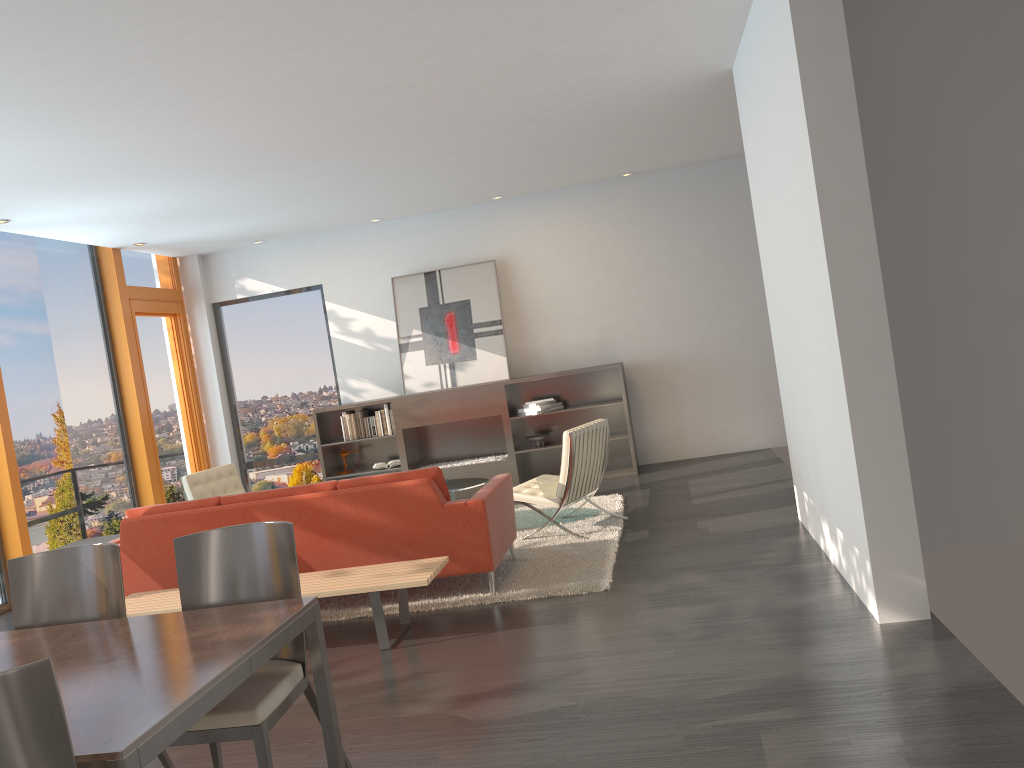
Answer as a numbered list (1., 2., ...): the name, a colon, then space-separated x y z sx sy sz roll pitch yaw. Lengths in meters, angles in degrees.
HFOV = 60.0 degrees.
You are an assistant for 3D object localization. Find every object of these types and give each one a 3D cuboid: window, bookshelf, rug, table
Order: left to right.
1. window: -4.557 0.266 6.225 0.070 3.345 2.105 -9 2 9
2. table: -1.769 1.319 2.746 2.151 0.764 1.172 -9 2 9
3. window: -4.228 0.140 8.281 0.070 3.345 1.844 -9 2 9
4. window: -3.882 0.029 9.854 0.211 3.345 1.157 -9 2 9
5. window: -2.738 -0.170 10.503 1.409 3.339 0.065 -9 2 9
6. table: -1.129 1.153 7.316 1.998 0.464 0.948 -8 2 10
7. rug: -1.051 1.382 6.942 3.771 0.043 2.985 -9 2 9
8. bookshelf: -0.396 0.597 9.688 3.386 1.162 0.570 -9 2 9

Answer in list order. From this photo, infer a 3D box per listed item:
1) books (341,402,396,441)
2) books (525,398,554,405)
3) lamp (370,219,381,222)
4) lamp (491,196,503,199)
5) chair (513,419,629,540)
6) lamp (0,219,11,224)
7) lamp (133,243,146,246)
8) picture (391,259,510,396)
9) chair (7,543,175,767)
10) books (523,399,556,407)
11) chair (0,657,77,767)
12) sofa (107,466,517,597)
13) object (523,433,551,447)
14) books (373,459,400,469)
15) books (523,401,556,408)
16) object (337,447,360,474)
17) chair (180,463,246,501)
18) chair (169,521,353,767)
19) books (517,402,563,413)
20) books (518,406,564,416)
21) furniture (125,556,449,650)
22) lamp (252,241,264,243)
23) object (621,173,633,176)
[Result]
1. books: -1.539 0.406 9.764 0.592 0.339 0.324 -9 2 9
2. books: 0.290 0.183 9.476 0.300 0.020 0.210 -9 2 -1
3. lamp: -1.524 -1.827 9.895 0.129 0.010 0.129 -10 3 -36
4. lamp: -0.161 -2.031 9.666 0.129 0.010 0.129 -10 3 -36
5. chair: 0.386 0.739 6.856 0.706 0.817 0.700 -8 2 29
6. lamp: -4.149 -1.321 7.209 0.129 0.010 0.129 -10 3 -36
7. lamp: -3.840 -1.439 9.141 0.129 0.010 0.129 -10 3 -36
8. picture: -0.692 -0.623 9.823 1.208 1.338 0.269 -9 2 9
9. chair: -1.659 1.129 3.212 0.548 0.967 0.614 -9 2 9
10. books: 0.293 0.202 9.477 0.300 0.020 0.210 -11 3 -41
11. chair: -1.114 1.084 2.109 0.548 0.967 0.614 -9 2 9
12. sofa: -1.321 1.037 5.857 2.596 0.852 1.038 -9 2 9
13. object: 0.280 0.615 9.499 0.308 0.117 0.309 -7 3 43
14. books: -1.368 0.887 9.781 0.336 0.064 0.234 -9 2 -11
15. books: 0.296 0.222 9.477 0.210 0.020 0.300 -7 3 39
16. object: -1.841 0.844 9.889 0.244 0.290 0.202 -8 2 29
17. chair: -2.438 1.139 7.962 0.706 0.817 0.700 -8 2 19
18. chair: -0.978 1.027 3.098 0.548 0.967 0.614 -9 2 9
19. books: 0.300 0.251 9.478 0.314 0.038 0.399 -7 3 39
20. books: 0.306 0.288 9.479 0.398 0.038 0.314 -11 3 -41
21. furniture: -1.353 1.324 5.017 2.005 0.357 0.493 -9 2 9
22. lamp: -2.903 -1.621 10.126 0.129 0.010 0.129 -10 3 -36
23. object: 1.228 -2.241 9.497 0.129 0.010 0.129 -10 3 -36
